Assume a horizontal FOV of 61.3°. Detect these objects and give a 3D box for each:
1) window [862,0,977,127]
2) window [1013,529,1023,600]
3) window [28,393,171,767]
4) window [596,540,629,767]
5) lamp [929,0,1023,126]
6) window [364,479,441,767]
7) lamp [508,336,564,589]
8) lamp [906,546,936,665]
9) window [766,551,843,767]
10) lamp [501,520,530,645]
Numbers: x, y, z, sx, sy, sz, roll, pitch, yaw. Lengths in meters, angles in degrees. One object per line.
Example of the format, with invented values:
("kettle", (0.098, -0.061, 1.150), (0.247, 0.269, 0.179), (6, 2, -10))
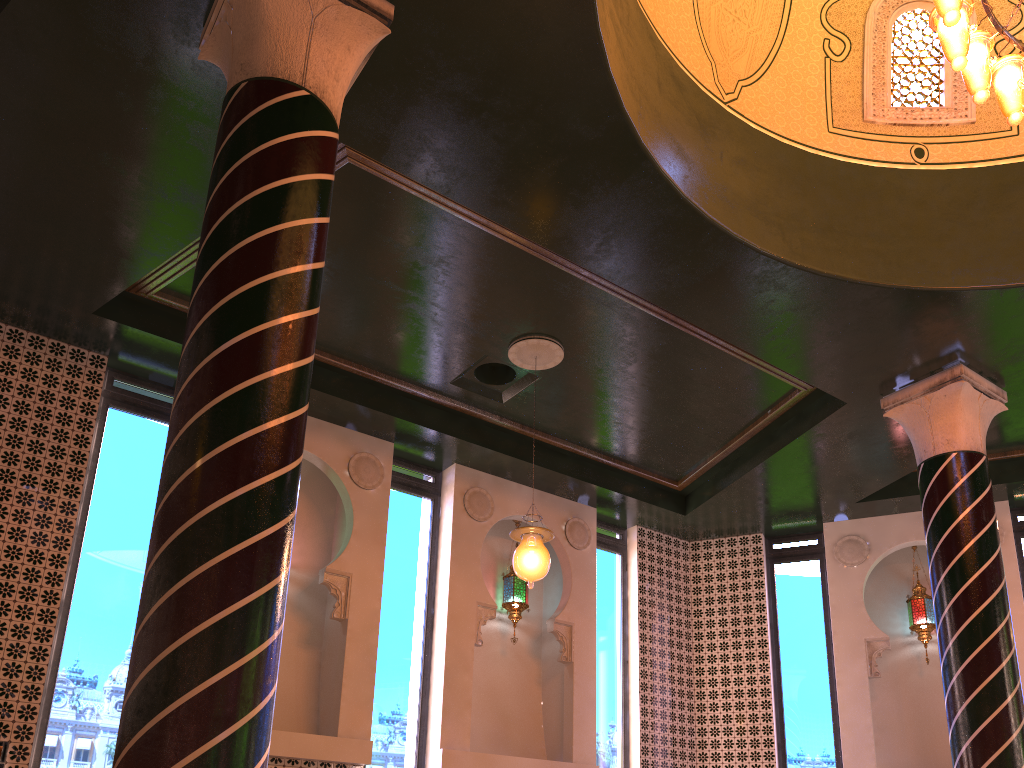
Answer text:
("window", (3.273, -3.999, 4.646), (5.740, 1.088, 5.978), (1, -28, 1))
("window", (6.296, 3.464, 9.664), (0.783, 3.726, 0.096), (-8, -21, 25))
("window", (-3.535, 1.976, 7.523), (0.796, 3.726, 0.095), (16, -23, -34))
("window", (1.132, 3.829, 10.628), (0.796, 3.726, 0.095), (16, -23, -34))
("lamp", (3.269, -4.032, 4.476), (2.517, 4.290, 2.618), (12, -24, -25))
("window", (-1.201, 2.903, 9.076), (0.796, 3.726, 0.095), (16, -23, -34))
("lamp", (0.188, 0.719, 7.667), (0.536, 2.159, 0.541), (-16, -26, 41))
("lamp", (5.042, 2.699, 10.649), (0.329, 1.457, 0.382), (-8, -22, 27))
("window", (3.701, 4.021, 10.829), (0.783, 3.726, 0.096), (-8, -21, 25))
("lamp", (0.049, 2.354, 10.310), (0.360, 1.457, 0.348), (2, -19, -1))
